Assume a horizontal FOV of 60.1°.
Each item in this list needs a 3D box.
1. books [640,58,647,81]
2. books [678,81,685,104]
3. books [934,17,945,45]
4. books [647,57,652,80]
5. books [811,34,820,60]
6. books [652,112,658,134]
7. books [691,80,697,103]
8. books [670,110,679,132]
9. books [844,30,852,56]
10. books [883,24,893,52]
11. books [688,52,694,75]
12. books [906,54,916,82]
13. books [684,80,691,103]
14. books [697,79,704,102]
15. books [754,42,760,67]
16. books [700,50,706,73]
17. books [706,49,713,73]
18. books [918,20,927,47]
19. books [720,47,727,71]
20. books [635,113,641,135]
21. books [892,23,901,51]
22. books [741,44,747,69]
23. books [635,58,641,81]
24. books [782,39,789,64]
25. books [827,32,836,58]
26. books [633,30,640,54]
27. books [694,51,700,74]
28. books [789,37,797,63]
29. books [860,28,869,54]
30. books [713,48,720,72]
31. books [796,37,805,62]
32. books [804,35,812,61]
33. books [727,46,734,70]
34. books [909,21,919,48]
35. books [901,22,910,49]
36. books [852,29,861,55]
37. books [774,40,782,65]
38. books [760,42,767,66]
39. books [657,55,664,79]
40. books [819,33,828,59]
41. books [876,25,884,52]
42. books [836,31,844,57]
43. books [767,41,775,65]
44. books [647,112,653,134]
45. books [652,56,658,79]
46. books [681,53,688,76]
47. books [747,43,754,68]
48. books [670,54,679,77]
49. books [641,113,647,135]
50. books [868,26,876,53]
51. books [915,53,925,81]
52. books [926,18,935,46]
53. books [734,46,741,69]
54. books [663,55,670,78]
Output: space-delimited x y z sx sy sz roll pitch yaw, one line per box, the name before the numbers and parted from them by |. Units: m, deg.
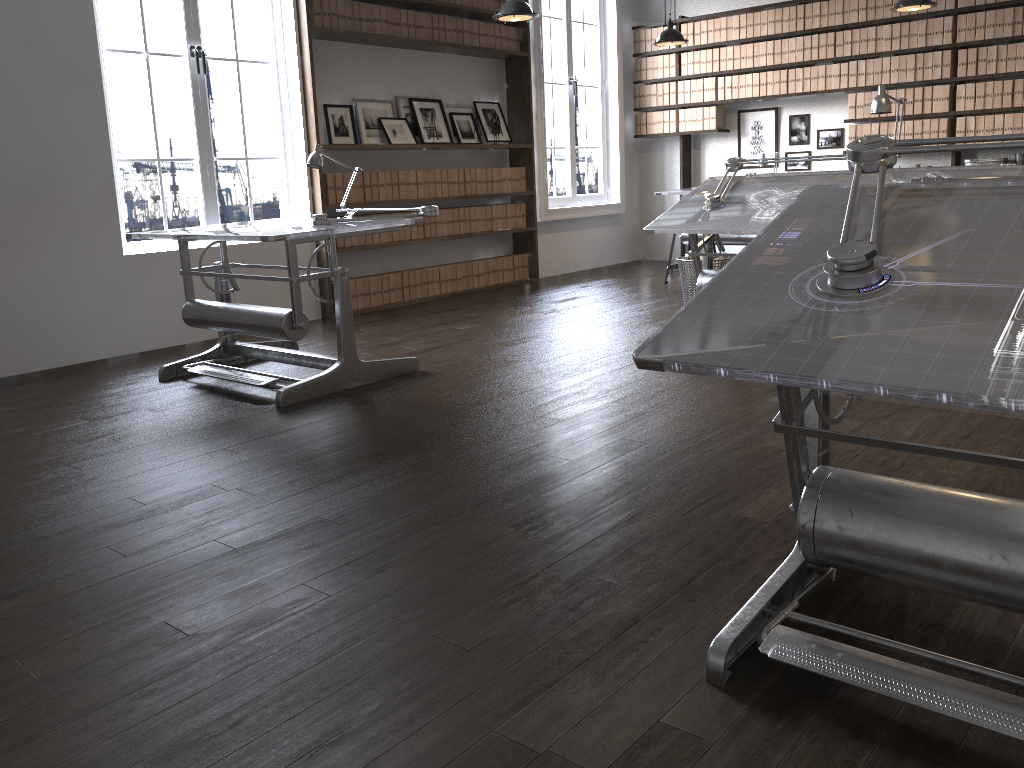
books | 1.411 -3.270 9.215 0.067 0.224 0.176 6 14 39
books | 1.756 -2.953 8.985 0.067 0.223 0.176 6 14 39
books | 3.594 -2.937 7.406 0.067 0.223 0.176 6 14 39
books | 1.468 -3.262 9.170 0.067 0.223 0.176 6 14 39
books | 2.792 -3.058 8.073 0.067 0.223 0.176 6 14 39
books | 1.537 -2.719 9.232 0.067 0.223 0.176 6 14 39
books | 1.870 -2.938 8.900 0.067 0.223 0.175 6 14 39
books | 1.696 -2.695 9.099 0.067 0.223 0.175 6 14 39
books | 3.018 -3.023 7.883 0.067 0.223 0.175 6 14 39
books | 3.278 -2.985 7.668 0.067 0.223 0.176 6 14 39
books | 1.831 -3.201 8.866 0.067 0.223 0.176 6 14 39
books | 3.442 -2.700 7.585 0.067 0.224 0.176 6 14 39
books | 1.814 -2.946 8.942 0.067 0.223 0.175 6 14 39
books | 1.922 -2.930 8.854 0.067 0.223 0.176 6 14 39
books | 2.368 -3.122 8.426 0.067 0.223 0.176 6 14 39
books | 1.937 -3.186 8.783 0.067 0.223 0.176 6 14 39
books | 1.989 -3.179 8.743 0.067 0.223 0.176 6 14 39
books | 3.493 -2.951 7.486 0.067 0.224 0.176 6 14 39
books | 2.103 -3.162 8.648 0.067 0.223 0.176 6 14 39
books | 1.374 -2.745 9.370 0.067 0.223 0.176 6 14 39
books | 3.333 -2.976 7.620 0.067 0.224 0.176 6 14 39
books | 2.266 -3.138 8.512 0.067 0.223 0.176 6 14 39
books | 1.360 -3.279 9.262 0.067 0.223 0.176 6 14 39
books | 2.581 -3.091 8.252 0.067 0.223 0.175 6 14 39
books | 2.905 -3.040 7.975 0.067 0.224 0.176 6 14 39
books | 1.337 -3.549 9.215 0.067 0.224 0.176 6 14 39
books | 1.886 -3.193 8.820 0.067 0.224 0.176 6 14 39
books | 2.632 -3.082 8.205 0.067 0.223 0.175 6 14 39
books | 3.129 -3.008 7.795 0.067 0.223 0.176 6 14 39
books | 2.042 -3.170 8.691 0.067 0.224 0.176 6 14 39
books | 2.685 -3.073 8.156 0.067 0.223 0.176 6 14 39
books | 2.741 -3.064 8.110 0.067 0.224 0.176 6 14 39
books | 2.155 -3.153 8.599 0.067 0.223 0.175 6 14 39
books | 3.444 -2.961 7.535 0.067 0.223 0.175 6 14 39
books | 3.389 -2.969 7.578 0.067 0.223 0.176 6 14 39
books | 3.075 -3.016 7.841 0.067 0.223 0.175 6 14 39
books | 2.526 -3.098 8.295 0.067 0.223 0.176 6 14 39
books | 2.416 -3.114 8.384 0.067 0.223 0.176 6 14 39
books | 1.565 -3.247 9.085 0.067 0.224 0.176 6 14 39
books | 2.852 -3.050 8.026 0.067 0.223 0.176 6 14 39
books | 3.231 -2.992 7.709 0.067 0.223 0.176 6 14 39
books | 2.966 -3.033 7.931 0.067 0.223 0.176 6 14 39
books | 2.470 -3.106 8.337 0.067 0.224 0.176 6 14 39
books | 1.488 -2.727 9.276 0.067 0.223 0.176 6 14 39
books | 1.517 -3.255 9.131 0.067 0.223 0.176 6 14 39
books | 1.777 -3.210 8.914 0.067 0.223 0.175 6 14 39
books | 2.314 -3.129 8.465 0.067 0.224 0.176 6 14 39
books | 1.675 -3.232 9.001 0.067 0.223 0.175 6 14 39
books | 1.428 -2.735 9.318 0.067 0.224 0.176 6 14 39
books | 3.177 -2.999 7.748 0.067 0.224 0.176 6 14 39
books | 3.498 -2.693 7.547 0.067 0.223 0.176 6 14 39
books | 3.547 -2.945 7.447 0.067 0.223 0.176 6 14 39
books | 2.212 -3.146 8.557 0.067 0.223 0.175 6 14 39
books | 1.621 -3.240 9.047 0.067 0.223 0.176 6 14 39
